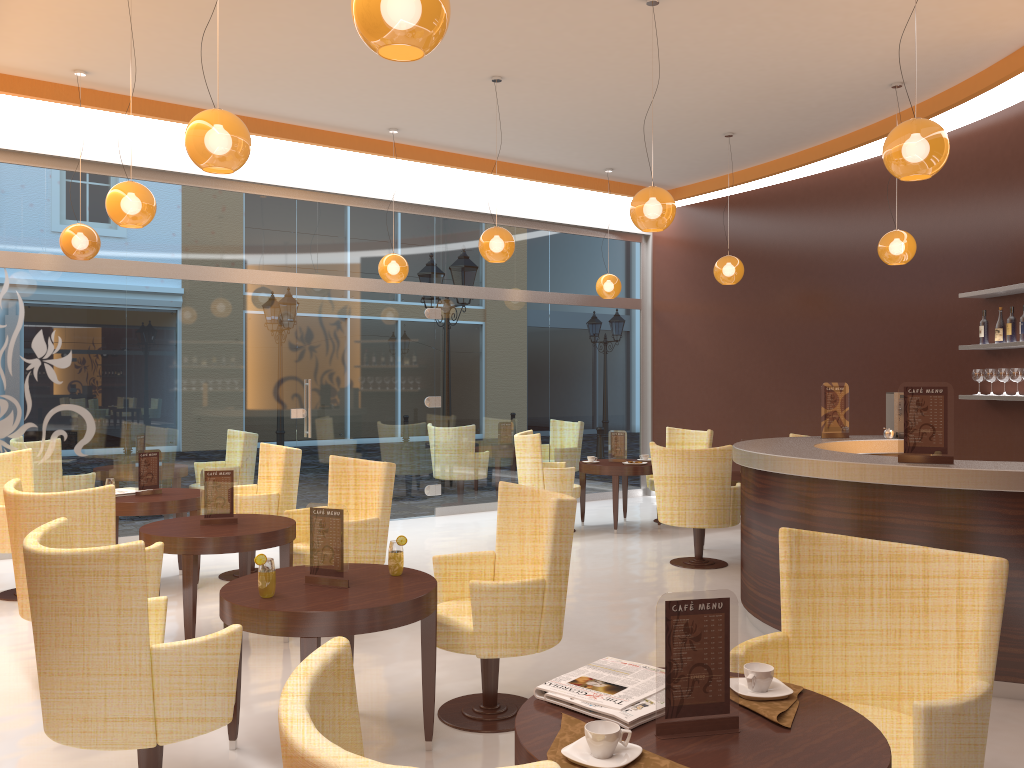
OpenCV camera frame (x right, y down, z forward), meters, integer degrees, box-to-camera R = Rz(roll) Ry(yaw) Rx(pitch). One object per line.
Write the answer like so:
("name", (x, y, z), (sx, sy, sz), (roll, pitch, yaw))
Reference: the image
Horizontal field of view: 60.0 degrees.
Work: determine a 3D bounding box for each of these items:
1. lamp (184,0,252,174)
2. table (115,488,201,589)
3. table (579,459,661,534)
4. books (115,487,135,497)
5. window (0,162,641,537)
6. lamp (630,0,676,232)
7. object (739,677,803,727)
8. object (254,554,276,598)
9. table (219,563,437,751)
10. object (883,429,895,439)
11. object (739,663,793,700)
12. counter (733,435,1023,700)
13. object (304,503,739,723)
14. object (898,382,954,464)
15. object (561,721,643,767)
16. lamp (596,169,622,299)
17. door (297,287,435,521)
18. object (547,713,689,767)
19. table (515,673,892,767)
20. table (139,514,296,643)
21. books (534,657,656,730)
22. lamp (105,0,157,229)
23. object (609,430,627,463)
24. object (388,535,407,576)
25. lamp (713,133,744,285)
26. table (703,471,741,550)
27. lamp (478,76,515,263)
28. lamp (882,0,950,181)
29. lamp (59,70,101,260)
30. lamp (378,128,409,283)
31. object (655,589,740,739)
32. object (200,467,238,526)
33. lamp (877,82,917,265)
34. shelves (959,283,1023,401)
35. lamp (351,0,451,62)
("lamp", (-1.373, -1.746, 4.145), (0.299, 1.500, 0.299), (0, 0, -10))
("table", (-2.704, 1.164, 6.603), (0.872, 0.679, 0.874), (0, 0, 11))
("table", (1.141, 1.164, 9.320), (0.872, 0.679, 0.874), (0, 0, 11))
("books", (-2.927, 0.811, 6.657), (0.273, 0.028, 0.339), (0, 0, 30))
("window", (-1.547, -0.246, 9.590), (8.200, 3.380, 0.040), (0, 0, -35))
("lamp", (0.914, -1.746, 5.760), (0.299, 1.500, 0.299), (0, 0, 33))
("object", (0.669, 0.814, 2.366), (0.239, 0.021, 0.464), (0, 0, -22))
("object", (-0.949, 0.739, 3.431), (0.067, 0.171, 0.072), (0, 0, 12))
("table", (-0.745, 1.164, 3.649), (0.872, 0.679, 0.874), (0, 0, -4))
("object", (2.775, 0.365, 6.527), (0.075, 0.077, 0.075), (0, 0, 24))
("object", (0.656, 0.785, 2.352), (0.153, 0.069, 0.153), (0, 0, -9))
("counter", (2.218, 0.954, 5.626), (1.586, 1.100, 2.917), (0, 0, 10))
("object", (-0.187, 0.657, 2.874), (0.187, 0.335, 2.090), (0, 0, -39))
("object", (2.108, 0.197, 4.520), (0.258, 0.414, 0.052), (0, 0, 24))
("object", (0.197, 0.785, 1.939), (0.153, 0.069, 0.153), (0, 0, 38))
("lamp", (1.124, -1.746, 10.316), (0.299, 1.500, 0.299), (0, 0, 22))
("door", (-1.547, 0.253, 9.590), (1.640, 2.499, 0.020), (0, 0, -35))
("object", (0.178, 0.814, 1.934), (0.239, 0.021, 0.464), (0, 0, -39))
("table", (0.443, 1.164, 2.148), (0.872, 0.679, 0.874), (0, 0, 1))
("table", (-1.716, 1.164, 5.205), (0.872, 0.679, 0.874), (0, 0, 1))
("books", (0.283, 0.808, 2.355), (0.345, 0.035, 0.367), (0, 0, 45))
("lamp", (-2.411, -1.746, 5.615), (0.299, 1.500, 0.299), (0, 0, -35))
("object", (1.116, 0.657, 9.355), (0.209, 0.335, 0.042), (0, 0, 30))
("object", (-0.499, 0.739, 3.827), (0.067, 0.171, 0.072), (0, 0, 37))
("lamp", (2.163, -1.746, 8.846), (0.299, 1.500, 0.299), (0, 0, 33))
("table", (2.121, 1.164, 7.948), (0.872, 0.679, 0.874), (0, 0, 11))
("lamp", (-0.124, -1.746, 7.231), (0.299, 1.500, 0.299), (0, 0, -24))
("lamp", (1.953, -1.746, 4.290), (0.299, 1.500, 0.299), (0, 0, -17))
("lamp", (-3.450, -1.746, 7.085), (0.299, 1.500, 0.299), (0, 0, -35))
("lamp", (-1.163, -1.746, 8.701), (0.299, 1.500, 0.299), (0, 0, 29))
("object", (0.439, 0.657, 2.098), (0.209, 0.335, 0.042), (0, 0, -12))
("object", (-1.722, 0.657, 5.213), (0.209, 0.335, 0.042), (0, 0, -17))
("lamp", (3.201, -1.746, 7.376), (0.299, 1.500, 0.299), (0, 0, 33))
("shelves", (3.642, -0.322, 5.308), (0.586, 0.902, 4.744), (0, 0, 12))
("lamp", (-0.334, -1.746, 2.675), (0.299, 1.500, 0.299), (0, 0, 8))
